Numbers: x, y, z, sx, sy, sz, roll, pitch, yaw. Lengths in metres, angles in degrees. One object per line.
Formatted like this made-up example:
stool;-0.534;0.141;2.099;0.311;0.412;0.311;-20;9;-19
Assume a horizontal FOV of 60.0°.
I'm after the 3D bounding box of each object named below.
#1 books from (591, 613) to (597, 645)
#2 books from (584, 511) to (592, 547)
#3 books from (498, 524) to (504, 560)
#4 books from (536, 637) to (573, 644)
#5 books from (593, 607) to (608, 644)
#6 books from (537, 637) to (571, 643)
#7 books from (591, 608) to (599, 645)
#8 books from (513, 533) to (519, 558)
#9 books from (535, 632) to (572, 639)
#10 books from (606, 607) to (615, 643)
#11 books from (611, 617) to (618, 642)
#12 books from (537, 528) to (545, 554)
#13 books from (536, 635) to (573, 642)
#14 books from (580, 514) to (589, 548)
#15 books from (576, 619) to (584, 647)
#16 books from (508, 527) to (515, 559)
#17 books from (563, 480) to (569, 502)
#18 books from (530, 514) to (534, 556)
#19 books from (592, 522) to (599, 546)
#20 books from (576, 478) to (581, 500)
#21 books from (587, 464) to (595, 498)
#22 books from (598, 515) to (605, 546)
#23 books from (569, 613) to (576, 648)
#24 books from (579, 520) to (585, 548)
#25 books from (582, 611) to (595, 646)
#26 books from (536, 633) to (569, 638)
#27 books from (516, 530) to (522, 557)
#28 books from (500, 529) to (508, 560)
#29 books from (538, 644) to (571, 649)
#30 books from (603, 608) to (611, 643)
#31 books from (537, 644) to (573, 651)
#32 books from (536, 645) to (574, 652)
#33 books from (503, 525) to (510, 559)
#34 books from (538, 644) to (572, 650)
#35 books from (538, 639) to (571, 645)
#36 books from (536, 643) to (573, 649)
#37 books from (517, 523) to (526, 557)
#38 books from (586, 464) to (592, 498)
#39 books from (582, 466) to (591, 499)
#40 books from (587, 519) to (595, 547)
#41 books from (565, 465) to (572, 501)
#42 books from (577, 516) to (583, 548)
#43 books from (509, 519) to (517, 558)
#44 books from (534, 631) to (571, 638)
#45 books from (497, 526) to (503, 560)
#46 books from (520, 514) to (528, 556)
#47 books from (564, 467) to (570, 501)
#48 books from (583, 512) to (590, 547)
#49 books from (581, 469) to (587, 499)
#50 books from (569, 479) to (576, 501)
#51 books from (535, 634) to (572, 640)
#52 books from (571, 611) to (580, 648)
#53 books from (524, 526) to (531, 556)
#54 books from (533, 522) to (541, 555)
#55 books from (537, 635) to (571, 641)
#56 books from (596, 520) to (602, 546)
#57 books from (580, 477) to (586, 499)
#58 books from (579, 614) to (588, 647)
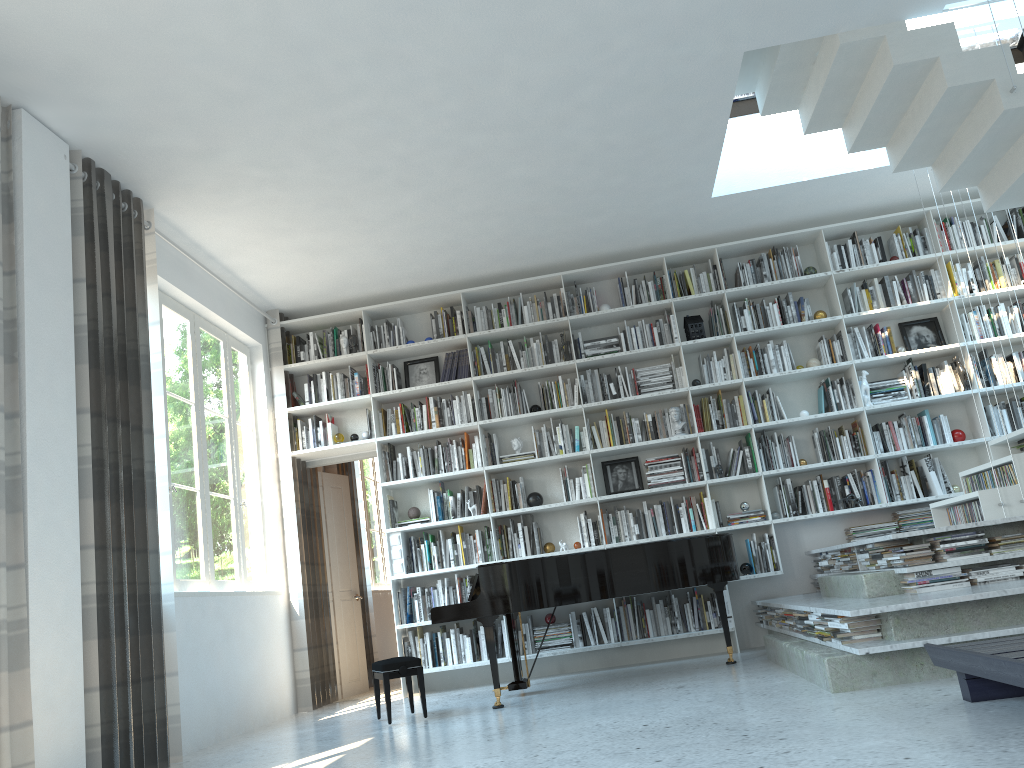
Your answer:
books;0.630;1.880;6.804;0.011;0.231;0.174;-9;-13;5
books;0.602;1.147;6.980;0.014;0.290;0.132;-9;-13;5
books;-0.075;1.261;7.034;0.013;0.282;0.147;-9;-13;5
books;0.327;1.975;6.829;0.285;0.007;0.160;-8;-14;1
books;0.682;1.851;6.809;0.073;0.275;0.181;-9;-13;5
books;0.327;1.970;6.837;0.254;0.007;0.161;-10;-14;6
books;0.638;1.856;6.800;0.012;0.274;0.180;-9;-13;5
books;0.045;1.284;7.014;0.024;0.195;0.157;-9;-13;5
books;0.323;1.944;6.846;0.285;0.007;0.160;-9;-14;5
books;0.753;1.842;6.783;0.024;0.259;0.190;-9;-13;5
books;0.784;1.881;6.788;0.024;0.179;0.172;-9;-14;5
books;0.232;1.247;7.006;0.023;0.211;0.160;-9;-13;5
books;0.324;1.961;6.830;0.285;0.007;0.160;-8;-14;0
books;0.572;1.160;6.970;0.027;0.268;0.159;-9;-13;5
books;0.525;1.912;6.812;0.029;0.201;0.178;-9;-13;5
books;-0.005;1.266;7.021;0.042;0.247;0.163;-9;-13;5
books;0.435;0.864;7.054;0.025;0.185;0.154;-9;-13;5
books;0.160;1.199;7.012;0.050;0.327;0.167;-9;-13;5
books;0.660;1.187;6.975;0.031;0.194;0.142;-9;-13;5
books;0.527;0.847;7.045;0.057;0.188;0.156;-9;-13;5
books;0.631;0.783;7.040;0.021;0.281;0.162;-9;-13;5
books;0.706;1.159;6.989;0.019;0.241;0.107;-9;-13;5
books;0.470;1.895;6.820;0.012;0.253;0.161;-9;-13;5
books;0.557;1.188;6.985;0.015;0.225;0.148;-9;-13;5
books;0.593;1.876;6.812;0.062;0.252;0.178;-9;-13;5
books;0.319;1.938;6.847;0.254;0.005;0.161;-9;-14;5
books;0.066;1.270;7.010;0.021;0.214;0.172;-9;-13;5
books;-0.051;1.278;7.024;0.030;0.238;0.157;-9;-13;5
books;0.332;2.016;6.826;0.254;0.007;0.161;-10;-14;6
books;0.733;1.854;6.816;0.025;0.258;0.133;-9;-13;5
books;0.333;2.028;6.817;0.254;0.007;0.161;-10;-14;9
books;0.335;2.037;6.824;0.285;0.007;0.160;-9;-14;5
books;-0.034;1.257;7.018;0.012;0.271;0.181;-9;-13;5
books;0.333;2.023;6.827;0.254;0.007;0.161;-9;-14;5
books;0.328;1.981;6.828;0.254;0.007;0.161;-8;-14;1
books;0.330;2.008;6.821;0.285;0.007;0.160;-8;-14;1
books;0.086;1.240;7.011;0.027;0.268;0.185;-9;-13;5
books;0.615;0.786;7.039;0.011;0.278;0.188;-9;-13;5
books;0.598;0.796;7.048;0.027;0.269;0.178;-9;-13;5
books;0.627;1.175;6.962;0.029;0.220;0.153;-9;-13;5
books;0.457;0.807;7.072;0.012;0.297;0.166;-9;-13;5
books;0.541;1.175;6.982;0.012;0.253;0.161;-9;-13;5
books;0.018;1.230;7.025;0.014;0.312;0.166;-9;-13;5
books;0.318;1.932;6.844;0.285;0.005;0.160;-9;-14;3
books;-0.086;1.269;7.044;0.013;0.275;0.147;-9;-13;5
books;0.103;1.209;7.042;0.013;0.338;0.138;-9;-13;5
books;0.447;0.813;7.075;0.011;0.291;0.156;-9;-13;5
books;0.592;1.156;6.983;0.010;0.276;0.156;-9;-13;5
books;0.579;0.809;7.041;0.012;0.244;0.171;-9;-13;5
books;0.487;0.860;7.063;0.030;0.182;0.155;-9;-13;5
books;0.324;1.950;6.842;0.285;0.007;0.160;-10;-14;6
books;0.492;1.889;6.834;0.031;0.265;0.145;-9;-13;5
books;0.129;1.251;7.021;0.029;0.240;0.136;-9;-13;5
books;0.202;1.224;6.999;0.027;0.260;0.164;-9;-13;5
books;0.325;1.957;6.840;0.254;0.007;0.161;-10;-14;6
books;0.685;1.177;6.961;0.024;0.200;0.159;-9;-13;5
books;0.567;0.842;7.046;0.024;0.187;0.173;-9;-14;5
books;0.552;1.893;6.825;0.028;0.237;0.136;-9;-13;5
